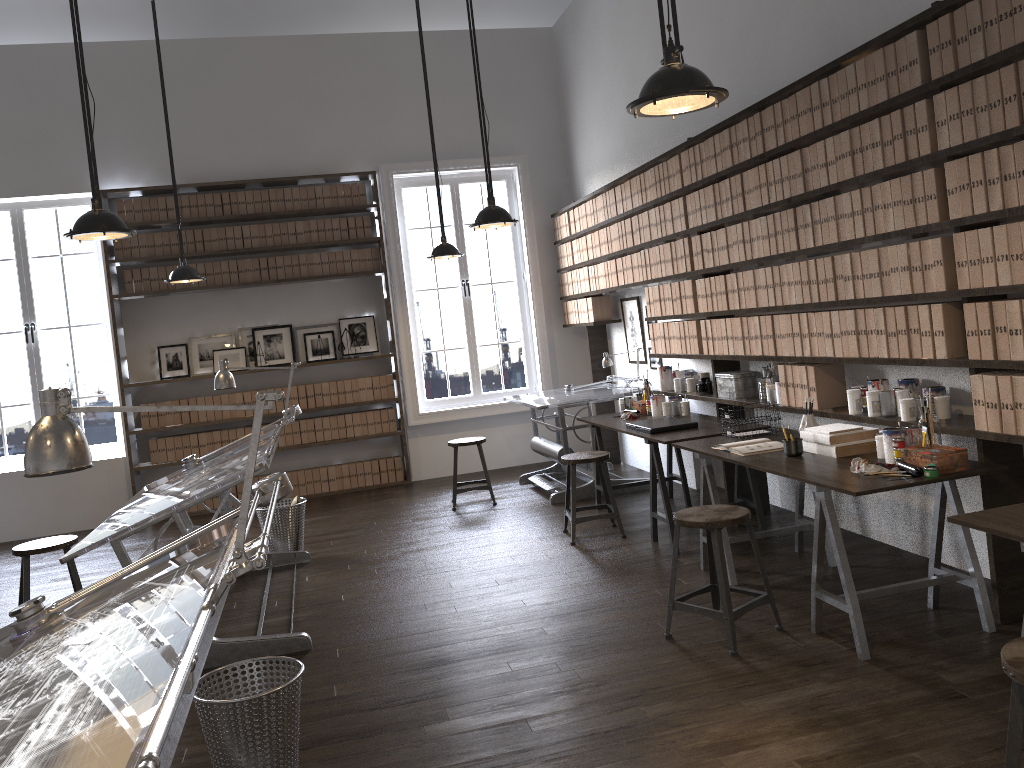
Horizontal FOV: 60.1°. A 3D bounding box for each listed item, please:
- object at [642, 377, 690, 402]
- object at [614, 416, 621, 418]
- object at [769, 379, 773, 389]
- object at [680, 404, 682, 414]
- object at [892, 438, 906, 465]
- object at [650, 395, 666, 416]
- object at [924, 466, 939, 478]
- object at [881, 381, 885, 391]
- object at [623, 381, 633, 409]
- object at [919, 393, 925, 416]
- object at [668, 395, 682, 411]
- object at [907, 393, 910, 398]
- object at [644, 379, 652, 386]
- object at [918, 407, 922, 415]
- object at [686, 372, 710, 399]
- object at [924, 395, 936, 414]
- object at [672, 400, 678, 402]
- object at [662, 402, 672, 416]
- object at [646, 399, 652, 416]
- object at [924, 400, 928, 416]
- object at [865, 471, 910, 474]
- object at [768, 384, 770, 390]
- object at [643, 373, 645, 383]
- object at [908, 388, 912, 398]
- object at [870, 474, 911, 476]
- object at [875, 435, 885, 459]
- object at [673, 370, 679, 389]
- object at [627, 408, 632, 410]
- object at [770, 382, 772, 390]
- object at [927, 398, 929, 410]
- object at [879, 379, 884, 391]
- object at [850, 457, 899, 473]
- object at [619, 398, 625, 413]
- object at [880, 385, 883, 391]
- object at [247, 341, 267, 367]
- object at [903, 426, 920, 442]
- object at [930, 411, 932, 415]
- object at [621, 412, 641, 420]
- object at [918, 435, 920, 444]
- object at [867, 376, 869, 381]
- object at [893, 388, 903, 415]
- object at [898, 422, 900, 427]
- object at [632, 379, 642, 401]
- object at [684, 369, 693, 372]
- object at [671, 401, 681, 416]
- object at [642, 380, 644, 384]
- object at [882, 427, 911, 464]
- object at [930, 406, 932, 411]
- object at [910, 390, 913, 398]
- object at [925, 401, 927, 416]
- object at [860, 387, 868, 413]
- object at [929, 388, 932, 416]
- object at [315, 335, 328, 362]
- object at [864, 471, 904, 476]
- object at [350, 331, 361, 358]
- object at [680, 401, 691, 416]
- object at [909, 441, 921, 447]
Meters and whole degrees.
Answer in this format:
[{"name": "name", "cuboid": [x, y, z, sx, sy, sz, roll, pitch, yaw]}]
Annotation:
[{"name": "object", "cuboid": [1.102, 0.040, 6.321, 0.344, 0.146, 0.077, -6, 2, 10]}, {"name": "object", "cuboid": [0.786, 0.226, 6.289, 0.157, 0.006, 0.006, -9, 3, -33]}, {"name": "object", "cuboid": [1.491, 0.034, 5.061, 0.008, 0.125, 0.041, -7, 1, -24]}, {"name": "object", "cuboid": [1.181, 0.168, 6.054, 0.054, 0.080, 0.054, -7, 2, -12]}, {"name": "object", "cuboid": [1.568, 0.275, 3.578, 0.049, 0.112, 0.049, -7, 1, -9]}, {"name": "object", "cuboid": [1.018, 0.150, 6.150, 0.104, 0.141, 0.105, -7, 2, -20]}, {"name": "object", "cuboid": [1.566, 0.328, 3.309, 0.049, 0.037, 0.049, -7, 3, -9]}, {"name": "object", "cuboid": [1.740, 0.058, 4.114, 0.036, 0.148, 0.005, -6, 1, 10]}, {"name": "object", "cuboid": [0.854, 0.096, 6.500, 0.068, 0.229, 0.069, -7, 1, -16]}, {"name": "object", "cuboid": [1.617, 0.138, 3.469, 0.007, 0.214, 0.055, -6, 1, -6]}, {"name": "object", "cuboid": [1.133, 0.145, 6.127, 0.094, 0.128, 0.095, -7, 2, -9]}, {"name": "object", "cuboid": [1.768, 0.091, 3.919, 0.035, 0.104, 0.004, -7, 1, -14]}, {"name": "object", "cuboid": [1.005, 0.077, 6.535, 0.068, 0.229, 0.069, -7, 1, -16]}, {"name": "object", "cuboid": [1.614, 0.164, 3.459, 0.037, 0.153, 0.008, -6, 1, 37]}, {"name": "object", "cuboid": [1.295, 0.009, 6.099, 0.107, 0.161, 0.237, -5, 3, 43]}, {"name": "object", "cuboid": [1.827, 0.100, 3.865, 0.045, 0.102, 0.044, -7, 1, -21]}, {"name": "object", "cuboid": [1.118, 0.163, 6.059, 0.044, 0.101, 0.045, -7, 1, -13]}, {"name": "object", "cuboid": [1.058, 0.171, 6.046, 0.061, 0.094, 0.062, -5, 2, 27]}, {"name": "object", "cuboid": [0.967, 0.166, 6.206, 0.049, 0.112, 0.049, -7, 1, -16]}, {"name": "object", "cuboid": [1.620, 0.151, 3.450, 0.008, 0.186, 0.072, -6, 1, 30]}, {"name": "object", "cuboid": [1.447, 0.343, 3.419, 0.011, 0.017, 0.171, -8, 4, -44]}, {"name": "object", "cuboid": [1.474, 0.049, 5.054, 0.004, 0.103, 0.035, -7, 1, -17]}, {"name": "object", "cuboid": [0.954, 0.019, 6.333, 0.007, 0.214, 0.055, -6, 1, 23]}, {"name": "object", "cuboid": [1.765, 0.085, 3.902, 0.030, 0.135, 0.004, -7, 1, -17]}, {"name": "object", "cuboid": [1.455, 0.350, 3.408, 0.157, 0.005, 0.005, -3, 4, 43]}, {"name": "object", "cuboid": [1.580, 0.267, 3.761, 0.061, 0.094, 0.062, -5, 2, 37]}, {"name": "object", "cuboid": [1.213, -0.032, 6.513, 0.051, 0.139, 0.050, -7, 1, -15]}, {"name": "object", "cuboid": [0.849, 0.197, 6.446, 0.049, 0.037, 0.049, -7, 3, -16]}, {"name": "object", "cuboid": [1.487, 0.042, 5.064, 0.004, 0.127, 0.028, -7, 1, -14]}, {"name": "object", "cuboid": [1.632, 0.148, 3.464, 0.006, 0.182, 0.053, -6, 1, 30]}, {"name": "object", "cuboid": [1.733, 0.059, 4.119, 0.029, 0.168, 0.004, -6, 1, 9]}, {"name": "object", "cuboid": [1.430, 0.326, 3.527, 0.132, 0.050, 0.196, -9, 5, -42]}, {"name": "object", "cuboid": [0.832, 0.157, 6.566, 0.068, 0.104, 0.068, -7, 2, -8]}, {"name": "object", "cuboid": [1.744, 0.066, 4.133, 0.035, 0.130, 0.004, -6, 1, 12]}, {"name": "object", "cuboid": [-2.363, -0.264, 8.212, 0.175, 0.260, 0.040, -7, 1, -13]}, {"name": "object", "cuboid": [1.683, 0.245, 3.722, 0.094, 0.128, 0.095, -7, 2, -17]}, {"name": "object", "cuboid": [1.633, 0.172, 3.444, 0.011, 0.135, 0.005, -6, 1, 8]}, {"name": "object", "cuboid": [0.822, 0.214, 6.190, 0.132, 0.050, 0.197, -5, 4, 17]}, {"name": "object", "cuboid": [1.628, 0.248, 3.548, 0.005, 0.130, 0.040, -7, 1, -14]}, {"name": "object", "cuboid": [1.742, 0.046, 4.300, 0.009, 0.168, 0.041, -6, 1, -9]}, {"name": "object", "cuboid": [1.773, 0.083, 4.059, 0.045, 0.127, 0.044, -6, 1, 5]}, {"name": "object", "cuboid": [1.684, 0.231, 3.829, 0.004, 0.133, 0.029, -6, 1, -8]}, {"name": "object", "cuboid": [0.922, 0.084, 6.516, 0.068, 0.237, 0.069, -7, 1, -16]}, {"name": "object", "cuboid": [1.315, -0.047, 6.576, 0.070, 0.130, 0.070, -5, 2, 34]}, {"name": "object", "cuboid": [1.113, 0.168, 6.002, 0.062, 0.093, 0.063, -5, 2, 36]}, {"name": "object", "cuboid": [0.955, 0.044, 6.343, 0.037, 0.153, 0.005, -7, 1, -17]}, {"name": "object", "cuboid": [1.589, 0.254, 3.651, 0.104, 0.141, 0.105, -7, 2, -5]}, {"name": "object", "cuboid": [1.638, 0.165, 3.447, 0.005, 0.157, 0.006, -6, 1, 40]}, {"name": "object", "cuboid": [1.774, 0.083, 3.900, 0.036, 0.119, 0.005, -7, 1, -16]}, {"name": "object", "cuboid": [1.613, 0.155, 3.449, 0.021, 0.180, 0.005, -6, 1, 6]}, {"name": "object", "cuboid": [1.700, 0.078, 4.252, 0.044, 0.127, 0.045, -7, 1, -12]}, {"name": "object", "cuboid": [1.634, 0.129, 3.453, 0.020, 0.228, 0.007, -6, 1, 19]}, {"name": "object", "cuboid": [-1.806, -0.335, 8.353, 0.124, 0.260, 0.040, -7, 1, -13]}, {"name": "object", "cuboid": [1.441, 0.346, 3.423, 0.156, 0.006, 0.006, -6, 2, 8]}, {"name": "object", "cuboid": [-1.502, -0.376, 8.460, 0.111, 0.262, 0.040, -7, 1, -13]}, {"name": "object", "cuboid": [1.170, 0.164, 5.967, 0.061, 0.094, 0.062, -5, 2, 36]}, {"name": "object", "cuboid": [1.637, 0.280, 3.567, 0.059, 0.089, 0.060, -7, 2, -8]}]
